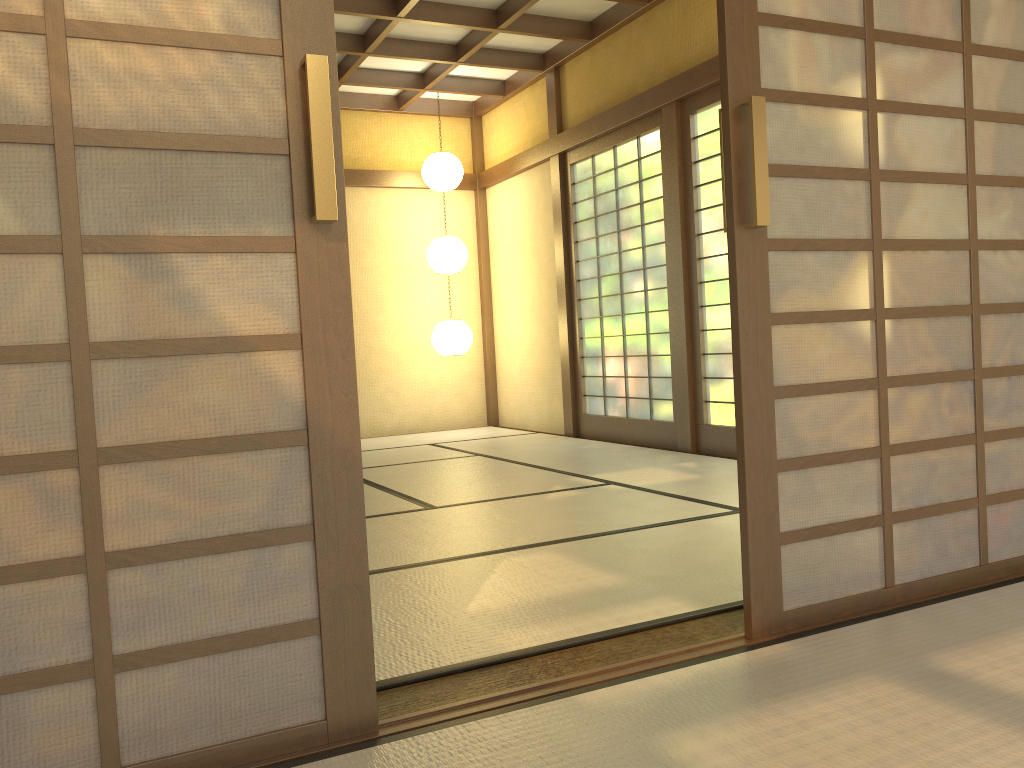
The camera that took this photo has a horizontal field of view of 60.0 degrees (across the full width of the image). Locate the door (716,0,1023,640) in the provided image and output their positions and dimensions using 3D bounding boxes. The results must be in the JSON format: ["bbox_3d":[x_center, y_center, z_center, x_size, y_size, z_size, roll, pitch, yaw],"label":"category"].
[{"bbox_3d":[1.054,-0.553,2.391,1.230,2.265,0.076,-4,3,-26],"label":"door"}]

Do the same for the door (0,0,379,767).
[{"bbox_3d":[-0.890,-0.406,1.450,1.230,2.265,0.076,-4,3,-26],"label":"door"}]

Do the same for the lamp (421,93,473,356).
[{"bbox_3d":[-0.574,-1.393,7.654,0.363,2.297,0.363,-4,2,-14],"label":"lamp"}]

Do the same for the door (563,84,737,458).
[{"bbox_3d":[1.117,-0.674,5.718,0.140,2.230,2.890,-4,3,-26],"label":"door"}]
